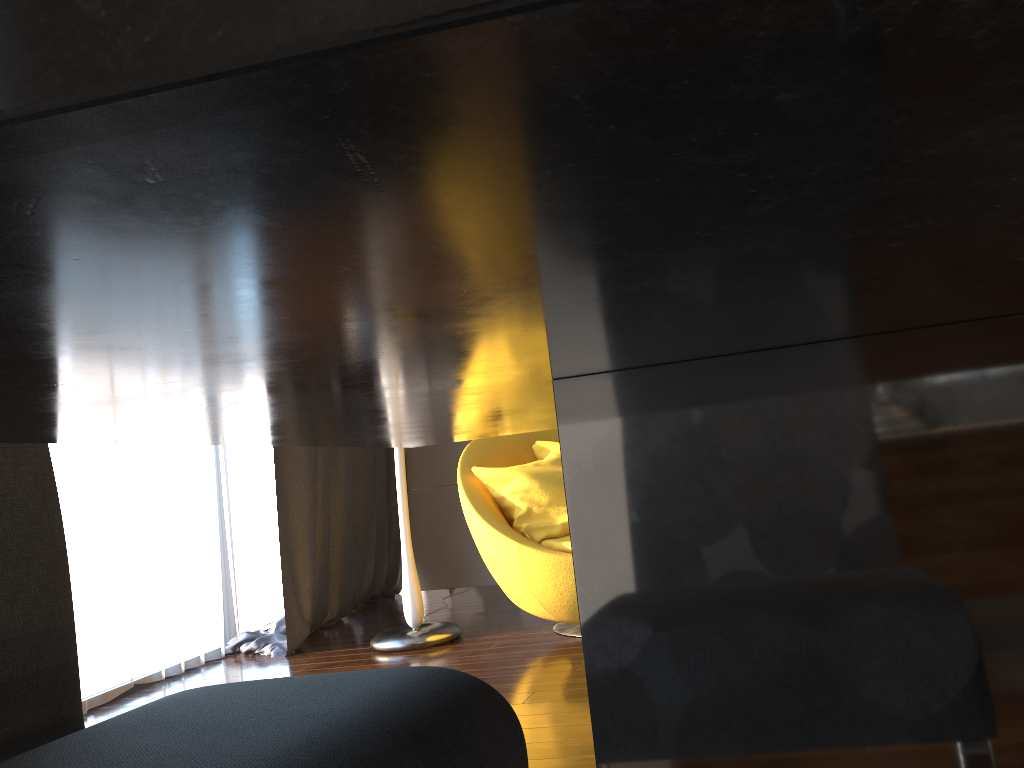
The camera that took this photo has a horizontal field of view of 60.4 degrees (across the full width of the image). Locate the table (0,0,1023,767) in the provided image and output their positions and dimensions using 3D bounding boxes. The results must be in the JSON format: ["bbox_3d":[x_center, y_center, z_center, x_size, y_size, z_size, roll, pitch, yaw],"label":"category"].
[{"bbox_3d":[0.506,0.277,0.539,1.569,0.760,1.063,-8,-7,12],"label":"table"}]

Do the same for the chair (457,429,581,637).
[{"bbox_3d":[0.521,0.543,3.978,1.577,1.005,1.093,-4,-7,-21],"label":"chair"}]

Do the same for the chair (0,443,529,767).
[{"bbox_3d":[-0.327,0.292,0.699,0.560,0.964,0.437,-8,-6,13],"label":"chair"}]

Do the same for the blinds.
[{"bbox_3d":[-1.702,-0.297,2.571,0.739,2.893,7.579,-7,-6,9],"label":"blinds"}]

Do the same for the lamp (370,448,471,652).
[{"bbox_3d":[-0.487,0.375,4.884,0.589,1.779,4.177,-6,-6,-4],"label":"lamp"}]
